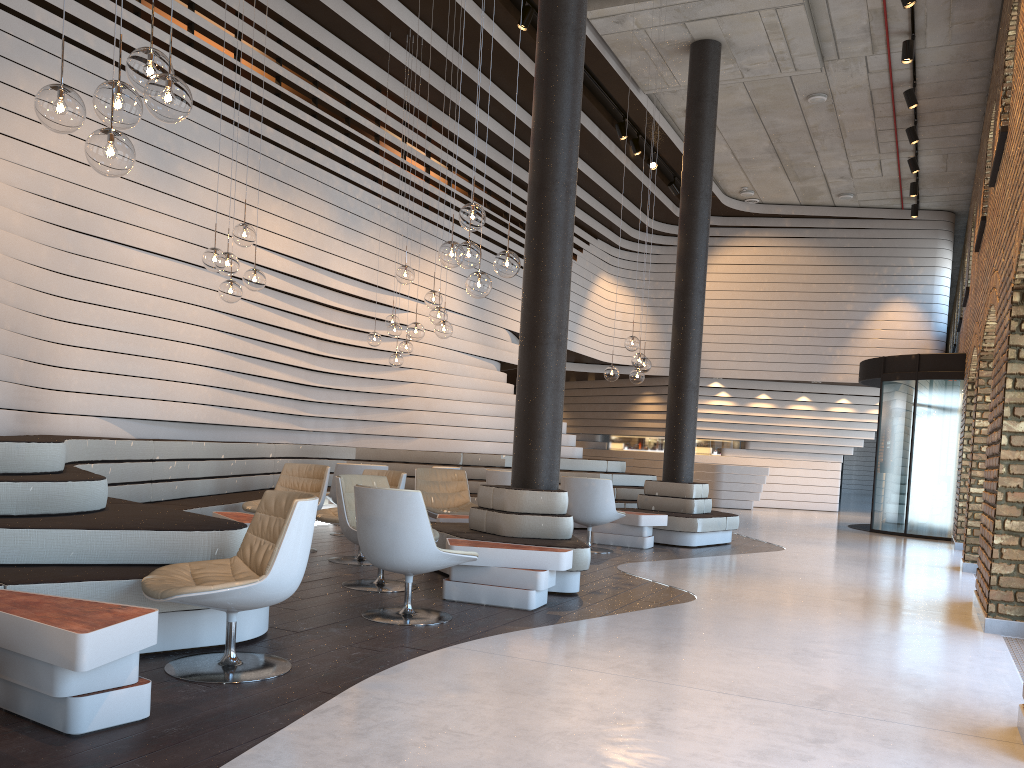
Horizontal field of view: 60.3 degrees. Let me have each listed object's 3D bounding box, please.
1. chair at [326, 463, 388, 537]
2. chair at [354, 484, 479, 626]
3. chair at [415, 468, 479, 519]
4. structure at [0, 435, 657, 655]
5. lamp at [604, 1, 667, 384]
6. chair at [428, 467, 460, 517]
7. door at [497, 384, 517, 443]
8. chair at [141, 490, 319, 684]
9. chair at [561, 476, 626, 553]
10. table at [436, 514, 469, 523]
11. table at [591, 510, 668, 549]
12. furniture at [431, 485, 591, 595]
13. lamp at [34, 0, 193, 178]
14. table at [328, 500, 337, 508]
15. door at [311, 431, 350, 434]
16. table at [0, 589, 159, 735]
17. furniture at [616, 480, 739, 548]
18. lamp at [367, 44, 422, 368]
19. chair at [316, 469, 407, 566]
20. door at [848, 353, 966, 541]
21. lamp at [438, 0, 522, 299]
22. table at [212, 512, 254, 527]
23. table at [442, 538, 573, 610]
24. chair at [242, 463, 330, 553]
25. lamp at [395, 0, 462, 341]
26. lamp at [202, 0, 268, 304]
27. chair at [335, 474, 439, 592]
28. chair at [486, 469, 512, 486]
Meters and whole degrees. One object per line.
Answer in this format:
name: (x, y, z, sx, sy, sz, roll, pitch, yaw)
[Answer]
chair: (-1.655, 1.223, 9.387, 0.655, 0.768, 0.711, 3, -1, -20)
chair: (-0.589, 0.983, 5.179, 0.658, 0.768, 0.708, 3, -1, 43)
chair: (-0.659, 1.242, 8.851, 0.655, 0.768, 0.712, 4, -1, -24)
structure: (-2.590, 0.909, 6.875, 5.783, 0.929, 18.191, 2, -4, 22)
lamp: (2.439, -1.873, 15.031, 9.052, 4.621, 41.857, 2, -4, 25)
chair: (-0.975, 1.316, 10.149, 0.712, 0.768, 0.655, 3, -1, 25)
door: (0.222, 1.365, 23.398, 1.775, 2.709, 0.079, 3, 2, 30)
chair: (-1.220, 0.850, 3.826, 0.709, 0.768, 0.658, 4, -1, -27)
chair: (0.820, 1.352, 9.207, 0.658, 0.768, 0.709, 3, -1, 26)
table: (-0.352, 1.403, 8.102, 0.904, 0.371, 0.414, 5, -2, -27)
table: (1.238, 1.621, 9.873, 0.908, 0.371, 0.412, 2, -2, 28)
furniture: (-0.118, 1.163, 6.985, 1.274, 0.723, 1.774, 3, -3, -4)
lamp: (-1.330, -3.058, 3.144, 0.544, 4.641, 0.274, 3, 2, -13)
table: (-1.814, 1.495, 10.561, 0.904, 0.371, 0.414, 5, -2, -27)
door: (-2.791, 0.809, 13.829, 0.972, 2.111, 0.162, 4, 2, 25)
table: (-1.621, 0.978, 3.163, 0.908, 0.371, 0.412, 1, -2, 33)
furniture: (2.085, 1.550, 10.631, 1.767, 0.724, 1.279, 5, -3, -29)
lamp: (-1.252, -2.552, 9.912, 0.531, 4.727, 0.332, 3, 2, -13)
chair: (-1.257, 1.102, 7.384, 0.708, 0.768, 0.658, 4, -1, -44)
door: (7.304, 1.114, 14.410, 3.210, 2.859, 3.245, 2, -2, 32)
lamp: (-0.092, -2.881, 5.412, 0.545, 4.688, 0.292, 4, 2, 11)
table: (-2.016, 1.217, 6.835, 0.412, 0.371, 0.909, 4, -3, -32)
table: (-0.090, 1.255, 5.819, 0.907, 0.371, 0.413, 2, -2, 18)
chair: (-1.988, 1.092, 7.827, 0.658, 0.768, 0.708, 3, -1, 33)
lamp: (-0.665, -2.752, 7.796, 0.310, 4.754, 0.659, 5, 2, 34)
lamp: (-1.851, -2.920, 6.277, 0.294, 4.688, 0.542, 4, 2, 21)
chair: (-0.897, 1.038, 6.190, 0.712, 0.768, 0.655, 3, -1, 29)
chair: (0.028, 1.369, 10.079, 0.658, 0.768, 0.708, 3, -1, 42)
